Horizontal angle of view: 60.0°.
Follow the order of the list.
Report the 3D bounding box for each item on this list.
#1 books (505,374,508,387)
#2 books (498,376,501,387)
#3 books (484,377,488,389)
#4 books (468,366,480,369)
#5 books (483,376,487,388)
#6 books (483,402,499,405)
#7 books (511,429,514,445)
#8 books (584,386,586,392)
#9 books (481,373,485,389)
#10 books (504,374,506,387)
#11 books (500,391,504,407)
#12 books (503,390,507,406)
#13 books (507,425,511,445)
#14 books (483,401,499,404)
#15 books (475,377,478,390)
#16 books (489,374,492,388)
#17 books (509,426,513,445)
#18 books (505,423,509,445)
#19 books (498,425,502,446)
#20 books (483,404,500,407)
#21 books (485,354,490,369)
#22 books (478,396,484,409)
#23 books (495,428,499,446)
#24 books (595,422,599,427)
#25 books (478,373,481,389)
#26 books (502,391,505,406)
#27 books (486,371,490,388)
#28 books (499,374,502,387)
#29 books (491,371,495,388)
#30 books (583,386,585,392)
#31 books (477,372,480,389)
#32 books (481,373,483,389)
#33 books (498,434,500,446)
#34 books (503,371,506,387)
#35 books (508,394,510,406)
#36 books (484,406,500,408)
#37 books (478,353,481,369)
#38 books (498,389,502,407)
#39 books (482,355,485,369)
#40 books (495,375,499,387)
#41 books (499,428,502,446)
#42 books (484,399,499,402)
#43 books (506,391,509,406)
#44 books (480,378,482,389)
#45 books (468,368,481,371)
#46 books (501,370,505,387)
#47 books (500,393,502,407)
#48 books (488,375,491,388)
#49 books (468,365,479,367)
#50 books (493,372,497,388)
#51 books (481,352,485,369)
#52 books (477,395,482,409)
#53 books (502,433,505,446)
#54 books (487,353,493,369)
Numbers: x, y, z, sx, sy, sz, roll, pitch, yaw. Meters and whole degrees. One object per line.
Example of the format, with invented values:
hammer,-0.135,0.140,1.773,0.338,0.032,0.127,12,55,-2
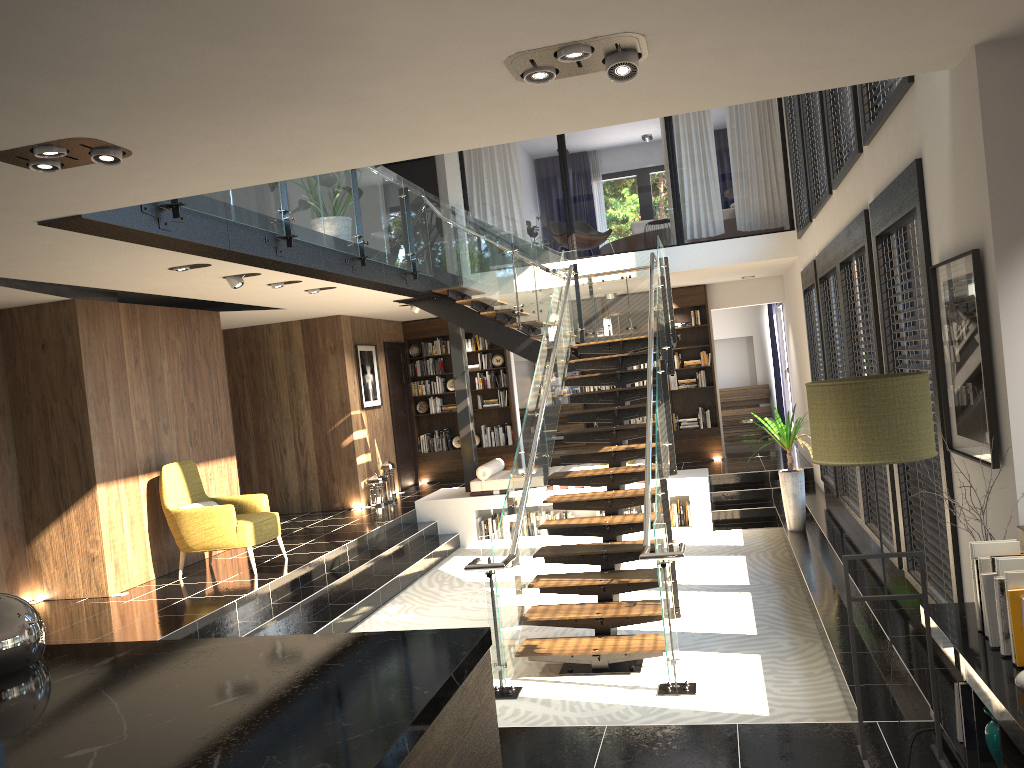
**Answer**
books,-0.074,-0.059,14.338,0.026,0.196,0.169,-6,1,13
books,-0.187,-0.044,14.388,0.026,0.190,0.121,-6,1,13
books,-0.405,-0.024,14.411,0.032,0.195,0.182,-6,1,13
books,-0.647,-0.271,14.539,0.266,0.030,0.209,-6,0,14
books,-0.427,-0.024,14.446,0.026,0.200,0.154,-6,1,13
books,-0.325,0.320,14.468,0.263,0.030,0.159,-6,0,10
books,0.029,0.857,14.394,0.029,0.247,0.139,-6,1,13
books,1.180,0.109,14.131,0.028,0.237,0.134,-6,1,13
books,-0.457,-0.048,14.430,0.021,0.253,0.167,-6,1,13
books,-0.094,-0.059,14.360,0.023,0.200,0.120,-6,1,13
books,-0.147,0.242,14.400,0.014,0.247,0.192,-6,1,13
books,-0.099,0.226,14.382,0.013,0.267,0.177,-6,1,13
books,-0.034,0.829,14.404,0.035,0.315,0.168,-6,1,13
books,-0.326,0.295,14.473,0.266,0.019,0.157,-6,0,15
books,-0.556,-0.017,14.490,0.033,0.211,0.132,-6,1,13
books,-0.325,-0.054,14.426,0.030,0.239,0.146,-6,1,13
books,-0.005,0.830,14.390,0.029,0.306,0.149,-6,1,13
books,-0.086,0.815,14.410,0.065,0.354,0.164,-6,1,13
books,-0.185,0.836,14.430,0.016,0.332,0.195,-6,1,13
books,-0.324,0.349,14.460,0.271,0.028,0.174,-6,0,9
books,-0.395,-0.368,14.465,0.047,0.238,0.225,-6,1,13
books,-0.497,0.298,14.485,0.036,0.206,0.215,-6,1,13
books,-0.225,0.863,14.444,0.029,0.286,0.137,-6,1,13
books,1.347,0.676,14.078,0.028,0.340,0.203,-6,1,13
books,-0.515,-0.051,14.453,0.019,0.272,0.175,-6,1,13
books,-0.113,0.233,14.434,0.038,0.257,0.138,-6,1,13
books,-0.380,-0.070,14.425,0.020,0.281,0.153,-6,1,13
books,-0.170,-0.055,14.365,0.020,0.209,0.147,-6,1,13
books,-0.298,-0.076,14.402,0.037,0.277,0.179,-6,1,13
books,1.153,0.117,14.133,0.025,0.227,0.156,-6,1,13
books,-0.533,-0.054,14.476,0.025,0.280,0.145,-6,1,13
books,-0.472,-0.046,14.442,0.014,0.253,0.169,-6,1,13
books,-0.195,0.878,14.453,0.022,0.250,0.144,-6,1,13
books,-0.115,-0.080,14.371,0.018,0.246,0.144,-6,1,13
books,-0.028,0.251,14.392,0.021,0.204,0.169,-6,1,13
books,-0.319,0.373,14.472,0.245,0.021,0.159,-6,0,15
books,-0.502,-0.370,14.486,0.023,0.264,0.218,-6,1,13
books,-0.184,0.229,14.417,0.014,0.279,0.202,-6,1,13
books,-0.433,-0.362,14.455,0.025,0.235,0.231,-6,1,13
books,-0.227,-0.043,14.407,0.060,0.196,0.119,-6,1,13
books,-0.166,0.854,14.427,0.018,0.292,0.191,-6,1,13
books,-0.327,0.270,14.481,0.239,0.031,0.146,-6,0,13
books,-0.070,0.230,14.371,0.047,0.253,0.210,-6,1,13
books,-0.487,-0.008,14.454,0.028,0.181,0.130,-6,1,13
books,-0.640,-0.240,14.552,0.239,0.033,0.176,-6,0,10
books,-0.138,-0.094,14.353,0.016,0.278,0.201,-6,1,13
books,-0.157,0.253,14.436,0.024,0.226,0.141,-6,1,13
books,-0.357,-0.041,14.410,0.027,0.219,0.139,-6,1,13
books,-0.647,-0.296,14.547,0.264,0.021,0.189,-6,0,11
books,-0.273,-0.071,14.390,0.016,0.262,0.155,-6,1,13
books,-0.472,-0.384,14.462,0.049,0.286,0.259,-6,1,13
books,-0.522,0.292,14.520,0.028,0.224,0.161,-6,1,13
books,-0.119,0.898,14.449,0.032,0.195,0.134,-6,1,13
books,-0.359,-0.378,14.441,0.035,0.251,0.196,-6,1,13
